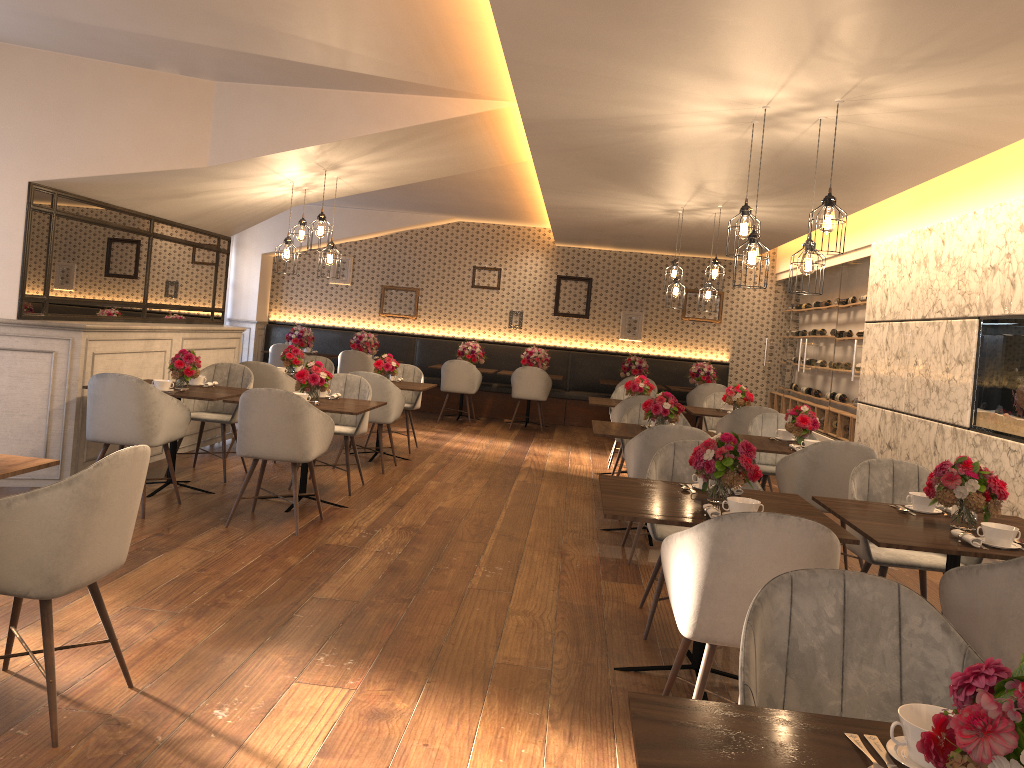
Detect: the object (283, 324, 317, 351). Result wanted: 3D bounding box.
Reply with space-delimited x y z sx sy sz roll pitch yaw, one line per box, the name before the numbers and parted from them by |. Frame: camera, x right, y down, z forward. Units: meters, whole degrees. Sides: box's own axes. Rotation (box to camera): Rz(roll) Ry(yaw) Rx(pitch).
object | -3.048 -0.653 12.737 0.419 0.425 0.407 3 3 -44

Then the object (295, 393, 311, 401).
object | -1.420 0.100 5.902 0.148 0.072 0.149 3 3 -28

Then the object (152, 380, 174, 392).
object | -2.359 0.012 5.974 0.148 0.072 0.149 3 3 -28

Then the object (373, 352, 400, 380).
object | -1.197 -0.158 8.478 0.234 0.301 0.305 6 2 23

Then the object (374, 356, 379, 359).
object | -2.000 -0.386 13.034 0.056 0.039 0.176 5 3 4

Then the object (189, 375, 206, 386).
object | -2.348 -0.026 6.584 0.148 0.072 0.149 3 3 -28

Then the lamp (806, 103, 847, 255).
lamp | 1.694 -1.701 4.533 0.175 2.070 0.175 5 0 6

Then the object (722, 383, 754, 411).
object | 2.190 0.136 8.560 0.306 0.301 0.234 6 2 26

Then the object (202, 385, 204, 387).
object | -2.272 0.006 6.569 0.025 0.024 0.193 5 4 4

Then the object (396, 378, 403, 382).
object | -1.120 -0.041 8.818 0.056 0.039 0.176 5 3 4

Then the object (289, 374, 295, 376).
object | -2.077 -0.081 8.300 0.043 0.015 0.197 6 4 8

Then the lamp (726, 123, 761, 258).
lamp | 1.412 -1.761 5.087 0.175 2.070 0.175 5 0 6

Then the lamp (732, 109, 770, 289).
lamp | 1.369 -1.550 4.761 0.175 2.070 0.175 5 0 6

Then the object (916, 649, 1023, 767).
object | 0.681 0.475 1.103 0.234 0.301 0.306 4 2 -38

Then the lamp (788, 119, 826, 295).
lamp | 1.702 -1.526 4.862 0.175 2.070 0.175 5 0 6

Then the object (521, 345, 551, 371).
object | 0.330 -0.338 12.462 0.420 0.425 0.406 5 2 6

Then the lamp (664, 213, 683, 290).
lamp | 1.702 -1.975 8.869 0.175 2.070 0.175 5 0 6

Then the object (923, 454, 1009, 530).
object | 1.803 0.420 3.522 0.306 0.301 0.234 6 2 26

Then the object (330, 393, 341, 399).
object | -1.297 0.090 6.503 0.056 0.039 0.176 5 3 4

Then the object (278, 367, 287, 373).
object | -2.181 -0.119 8.289 0.148 0.072 0.149 3 3 -28

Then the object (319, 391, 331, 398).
object | -1.409 0.062 6.512 0.148 0.072 0.149 3 3 -28

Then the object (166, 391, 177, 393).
object | -2.282 0.052 5.995 0.022 0.004 0.211 5 4 4

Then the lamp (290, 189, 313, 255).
lamp | -1.724 -2.147 7.575 0.175 2.070 0.175 5 0 6

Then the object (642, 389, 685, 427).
object | 1.060 0.186 6.192 0.305 0.301 0.235 4 2 -18

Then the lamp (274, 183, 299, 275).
lamp | -1.766 -1.936 7.249 0.175 2.070 0.175 5 0 6

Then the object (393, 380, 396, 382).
object | -1.155 -0.037 8.811 0.025 0.024 0.193 5 4 4

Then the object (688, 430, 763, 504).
object | 0.862 0.331 3.622 0.306 0.301 0.234 7 2 37

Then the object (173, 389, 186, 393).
object | -2.255 0.049 5.986 0.043 0.015 0.197 6 4 8

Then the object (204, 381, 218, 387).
object | -2.236 0.002 6.575 0.056 0.039 0.176 5 3 4

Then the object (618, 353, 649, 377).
object | 1.715 -0.209 12.368 0.419 0.425 0.407 3 3 -44

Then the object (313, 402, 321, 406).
object | -1.316 0.137 5.913 0.043 0.015 0.197 6 4 8

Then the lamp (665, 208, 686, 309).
lamp | 1.660 -1.763 8.542 0.175 2.070 0.175 5 0 6

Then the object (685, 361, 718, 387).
object | 2.649 -0.122 12.307 0.419 0.425 0.407 3 3 -42

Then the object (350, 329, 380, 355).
object | -2.107 -0.565 12.660 0.419 0.425 0.406 5 2 -8

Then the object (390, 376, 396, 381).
object | -1.231 -0.069 8.826 0.148 0.072 0.149 3 3 -28

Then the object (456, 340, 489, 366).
object | -0.588 -0.428 12.633 0.419 0.425 0.407 3 3 -42

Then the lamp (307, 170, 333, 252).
lamp | -1.442 -2.087 7.022 0.175 2.070 0.175 5 0 6

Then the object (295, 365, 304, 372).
object | -2.170 -0.157 8.898 0.148 0.072 0.149 3 3 -28

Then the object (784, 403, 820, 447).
object | 2.003 0.276 6.089 0.234 0.301 0.305 5 2 6

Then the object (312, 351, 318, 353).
object | -2.921 -0.473 13.105 0.056 0.039 0.176 5 3 4

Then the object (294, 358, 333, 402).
object | -1.375 -0.028 6.163 0.234 0.301 0.305 6 2 23

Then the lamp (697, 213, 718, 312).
lamp | 1.992 -1.740 8.643 0.175 2.070 0.175 5 0 6

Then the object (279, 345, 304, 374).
object | -2.131 -0.245 8.537 0.234 0.301 0.306 4 2 -21

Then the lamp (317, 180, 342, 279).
lamp | -1.434 -1.913 7.350 0.175 2.070 0.175 5 0 6

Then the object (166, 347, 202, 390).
object | -2.308 -0.115 6.223 0.234 0.301 0.306 4 2 -21

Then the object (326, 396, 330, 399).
object | -1.333 0.094 6.496 0.025 0.024 0.193 5 4 4

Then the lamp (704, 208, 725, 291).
lamp | 1.984 -1.915 8.315 0.175 2.070 0.175 5 0 6

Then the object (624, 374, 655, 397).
object | 1.249 0.046 8.664 0.305 0.301 0.235 4 2 -18
